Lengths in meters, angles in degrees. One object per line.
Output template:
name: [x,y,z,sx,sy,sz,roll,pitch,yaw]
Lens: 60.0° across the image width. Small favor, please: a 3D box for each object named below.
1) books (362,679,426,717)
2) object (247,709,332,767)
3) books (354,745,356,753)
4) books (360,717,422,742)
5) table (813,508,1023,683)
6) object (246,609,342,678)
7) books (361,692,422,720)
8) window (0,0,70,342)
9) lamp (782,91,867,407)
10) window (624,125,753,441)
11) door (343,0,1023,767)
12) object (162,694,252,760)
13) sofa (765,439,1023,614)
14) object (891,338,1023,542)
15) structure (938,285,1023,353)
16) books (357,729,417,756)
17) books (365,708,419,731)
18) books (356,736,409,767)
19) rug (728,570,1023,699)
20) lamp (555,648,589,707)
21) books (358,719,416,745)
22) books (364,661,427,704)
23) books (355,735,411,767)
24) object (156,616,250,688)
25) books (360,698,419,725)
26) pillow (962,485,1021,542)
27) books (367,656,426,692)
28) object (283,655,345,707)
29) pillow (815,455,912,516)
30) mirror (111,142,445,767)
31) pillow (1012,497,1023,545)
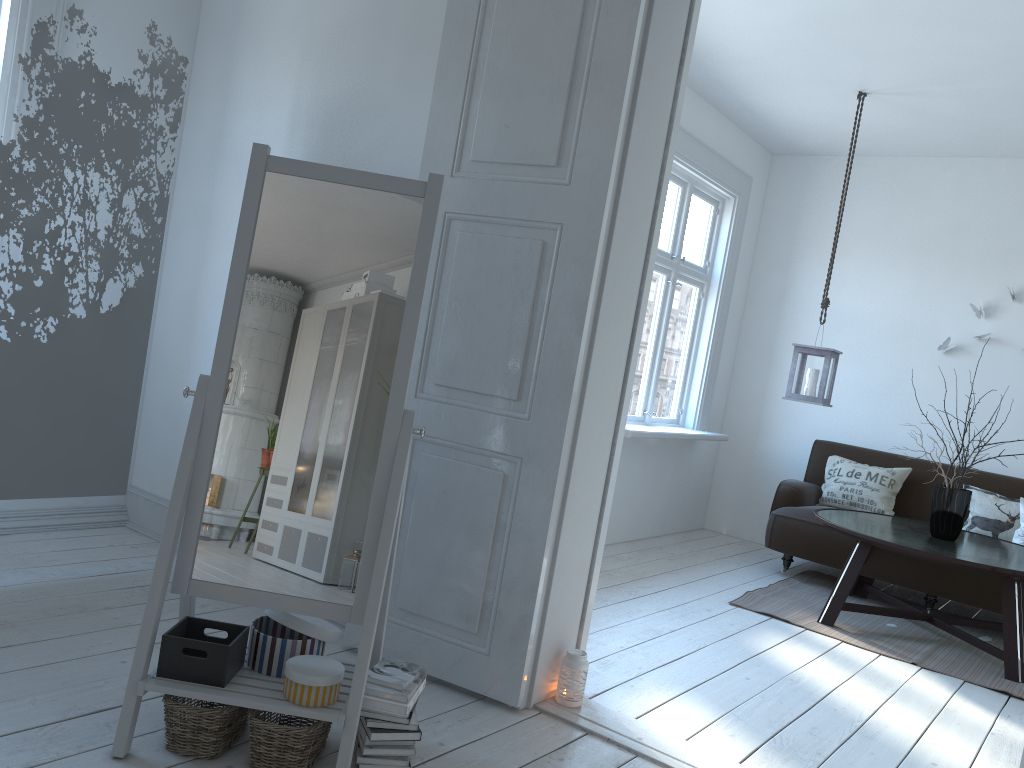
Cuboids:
books: [-0.302,0.774,2.237,0.128,0.026,0.200,10,2,7]
object: [-0.546,0.861,2.217,0.185,0.140,0.295,10,2,7]
books: [-0.329,0.953,2.258,0.128,0.016,0.178,9,2,-17]
books: [-0.316,0.848,2.245,0.128,0.022,0.193,9,2,-22]
table: [2.181,1.043,4.561,1.298,0.504,1.300,11,3,25]
object: [-0.572,0.659,2.345,0.206,0.159,0.241,12,4,43]
books: [-0.309,0.795,2.248,0.128,0.016,0.180,10,2,6]
window: [-2.260,-1.031,2.951,0.374,1.847,1.457,12,4,35]
lamp: [1.818,-0.759,4.967,0.228,1.764,0.228,12,4,32]
window: [2.454,-3.128,30.408,27.705,15.035,51.329,11,3,35]
door: [0.839,-0.113,2.404,2.594,2.508,0.578,12,4,35]
object: [-0.756,0.824,2.236,0.185,0.140,0.295,10,2,7]
sofa: [2.670,0.926,5.190,2.161,0.825,0.969,11,3,35]
object: [2.363,0.287,4.402,0.845,1.067,0.525,10,3,6]
structure: [3.210,-0.357,5.457,1.023,0.479,0.085,11,4,35]
books: [-0.325,0.891,2.252,0.132,0.017,0.186,9,2,-18]
books: [-0.308,0.829,2.251,0.128,0.016,0.178,9,2,-12]
books: [-0.330,0.919,2.255,0.128,0.016,0.180,9,2,-10]
rug: [2.159,1.266,4.594,1.707,0.055,1.457,11,3,36]
lamp: [0.193,0.935,2.824,0.089,0.166,0.089,12,4,34]
books: [-0.326,0.870,2.259,0.128,0.022,0.166,9,2,-21]
books: [-0.301,0.753,2.242,0.132,0.017,0.186,10,2,8]
books: [-0.331,0.935,2.258,0.128,0.016,0.176,9,2,-14]
object: [-0.761,0.660,2.196,0.165,0.103,0.155,10,3,0]
books: [-0.310,0.811,2.251,0.128,0.016,0.176,10,2,2]
pillow: [2.848,0.800,5.157,0.472,0.348,0.158,11,4,33]
books: [-0.299,0.736,2.256,0.111,0.014,0.156,10,2,15]
object: [-0.485,0.722,2.161,0.142,0.075,0.142,11,3,19]
pillow: [2.227,0.662,5.653,0.518,0.367,0.239,12,4,35]
mirror: [-0.535,0.169,2.223,0.610,1.490,0.416,10,3,0]
pillow: [3.039,0.832,4.926,0.470,0.309,0.188,12,4,36]
